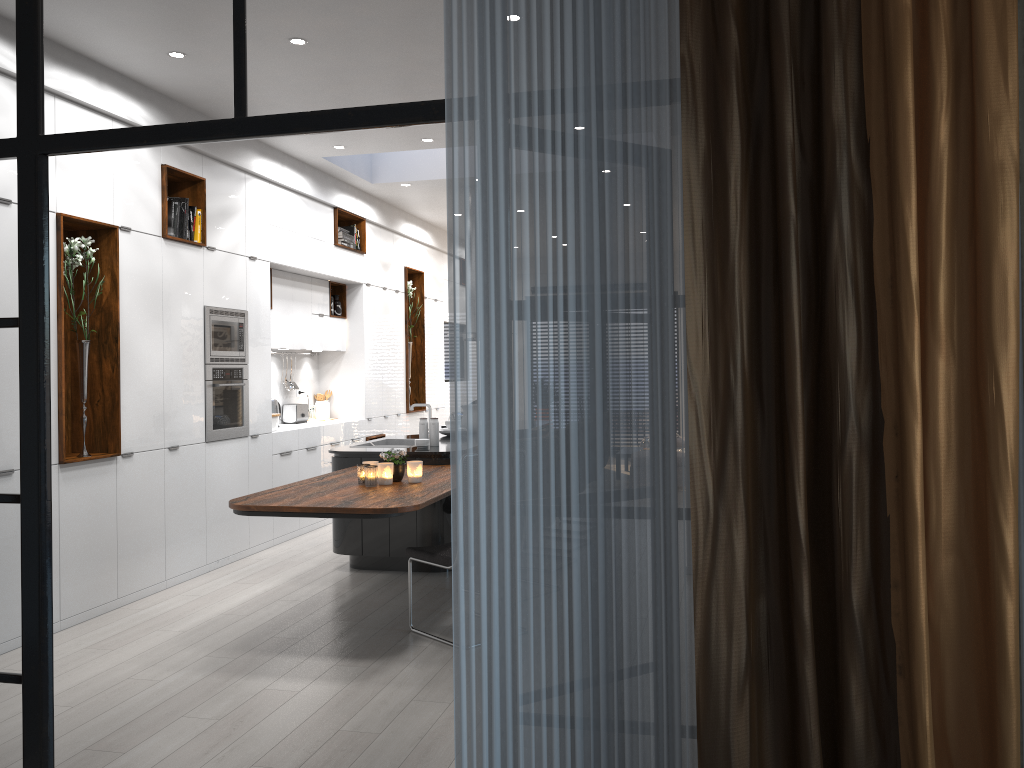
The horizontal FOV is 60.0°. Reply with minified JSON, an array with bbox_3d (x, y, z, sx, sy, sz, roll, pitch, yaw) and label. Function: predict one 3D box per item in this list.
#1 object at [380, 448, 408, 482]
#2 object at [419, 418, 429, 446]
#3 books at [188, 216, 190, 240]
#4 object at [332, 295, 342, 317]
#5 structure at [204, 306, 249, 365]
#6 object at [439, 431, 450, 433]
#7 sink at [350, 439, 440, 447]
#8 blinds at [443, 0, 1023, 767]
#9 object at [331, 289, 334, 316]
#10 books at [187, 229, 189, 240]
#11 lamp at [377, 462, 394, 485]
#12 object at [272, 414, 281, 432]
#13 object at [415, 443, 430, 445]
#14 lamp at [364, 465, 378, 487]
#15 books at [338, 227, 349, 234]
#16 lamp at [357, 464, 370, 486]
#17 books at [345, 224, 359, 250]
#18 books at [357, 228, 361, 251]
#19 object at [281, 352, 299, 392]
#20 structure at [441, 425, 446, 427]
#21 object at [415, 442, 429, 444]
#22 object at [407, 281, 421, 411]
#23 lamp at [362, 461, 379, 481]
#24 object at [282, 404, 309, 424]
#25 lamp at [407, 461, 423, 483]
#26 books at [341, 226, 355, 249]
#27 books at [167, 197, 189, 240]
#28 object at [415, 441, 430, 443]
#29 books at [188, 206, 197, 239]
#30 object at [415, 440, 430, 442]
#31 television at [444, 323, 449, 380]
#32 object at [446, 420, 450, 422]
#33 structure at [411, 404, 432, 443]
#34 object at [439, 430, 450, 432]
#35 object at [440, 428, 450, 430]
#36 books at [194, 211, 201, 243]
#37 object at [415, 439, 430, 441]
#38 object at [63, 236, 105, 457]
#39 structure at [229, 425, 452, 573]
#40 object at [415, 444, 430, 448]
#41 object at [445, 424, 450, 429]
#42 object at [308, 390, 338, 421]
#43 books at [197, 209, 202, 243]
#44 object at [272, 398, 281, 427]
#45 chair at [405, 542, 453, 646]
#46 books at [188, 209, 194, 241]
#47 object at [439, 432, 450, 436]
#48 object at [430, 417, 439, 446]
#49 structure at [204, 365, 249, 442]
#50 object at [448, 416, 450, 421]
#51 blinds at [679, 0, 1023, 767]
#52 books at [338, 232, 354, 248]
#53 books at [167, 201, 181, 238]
[{"bbox_3d":[-0.701,0.482,5.321,0.151,0.206,0.157,-1,0,31],"label":"object"},{"bbox_3d":[-0.669,0.360,6.713,0.071,0.219,0.071,-1,0,-22],"label":"object"},{"bbox_3d":[-2.432,-1.154,6.404,0.230,0.296,0.030,-1,-1,13],"label":"books"},{"bbox_3d":[-1.867,-0.825,9.376,0.123,0.231,0.123,-1,0,15],"label":"object"},{"bbox_3d":[-2.398,-0.360,6.848,0.459,0.430,0.595,-1,0,14],"label":"structure"},{"bbox_3d":[-0.514,0.428,7.768,0.264,0.033,0.264,-2,1,-40],"label":"object"},{"bbox_3d":[-0.911,0.540,7.030,0.485,0.152,0.738,-1,1,14],"label":"sink"},{"bbox_3d":[0.487,-0.099,1.850,1.301,3.069,0.052,-1,-1,14],"label":"blinds"},{"bbox_3d":[-1.913,-0.843,9.187,0.124,0.275,0.124,-1,0,2],"label":"object"},{"bbox_3d":[-2.421,-1.154,6.349,0.230,0.296,0.030,-1,-1,13],"label":"books"},{"bbox_3d":[-0.740,0.526,5.188,0.095,0.124,0.095,-1,0,6],"label":"lamp"},{"bbox_3d":[-2.203,0.336,7.661,0.380,0.148,0.263,-1,1,13],"label":"object"},{"bbox_3d":[-0.664,0.454,6.562,0.111,0.023,0.111,0,1,26],"label":"object"},{"bbox_3d":[-0.811,0.532,5.102,0.078,0.120,0.078,-1,0,-4],"label":"lamp"},{"bbox_3d":[-1.820,-1.548,9.013,0.250,0.047,0.307,-1,1,9],"label":"books"},{"bbox_3d":[-0.866,0.531,5.183,0.078,0.120,0.078,-1,0,-4],"label":"lamp"},{"bbox_3d":[-1.722,-1.516,9.315,0.253,0.312,0.030,-1,-1,13],"label":"books"},{"bbox_3d":[-1.699,-1.513,9.391,0.210,0.267,0.026,-1,-1,13],"label":"books"},{"bbox_3d":[-2.206,-0.121,8.776,0.069,0.389,0.320,-1,0,15],"label":"object"},{"bbox_3d":[-0.378,0.412,9.265,0.502,0.026,0.812,-1,1,14],"label":"structure"},{"bbox_3d":[-0.664,0.441,6.562,0.111,0.023,0.111,0,1,26],"label":"object"},{"bbox_3d":[-1.277,-0.478,10.898,0.322,1.615,0.323,-1,-1,39],"label":"object"},{"bbox_3d":[-0.843,0.526,5.286,0.095,0.124,0.095,-1,0,31],"label":"lamp"},{"bbox_3d":[-2.138,0.293,8.783,0.177,0.195,0.260,-1,0,14],"label":"object"},{"bbox_3d":[-0.577,0.523,5.268,0.095,0.124,0.095,-1,0,-44],"label":"lamp"},{"bbox_3d":[-1.729,-1.506,9.231,0.197,0.268,0.026,-1,-1,13],"label":"books"},{"bbox_3d":[-2.424,-1.176,6.310,0.268,0.321,0.047,-1,-1,13],"label":"books"},{"bbox_3d":[-0.664,0.434,6.562,0.111,0.023,0.111,0,1,26],"label":"object"},{"bbox_3d":[-2.404,-1.165,6.453,0.238,0.288,0.030,-1,-1,13],"label":"books"},{"bbox_3d":[-0.665,0.428,6.562,0.111,0.023,0.111,0,1,26],"label":"object"},{"bbox_3d":[-0.878,-0.450,12.679,0.050,0.805,1.187,-1,0,14],"label":"television"},{"bbox_3d":[-0.515,0.348,7.768,0.138,0.051,0.138,-1,1,-6],"label":"object"},{"bbox_3d":[-0.717,0.311,6.958,0.177,0.310,0.089,-1,0,13],"label":"structure"},{"bbox_3d":[-0.514,0.421,7.768,0.264,0.033,0.264,-2,1,-40],"label":"object"},{"bbox_3d":[-0.514,0.397,7.768,0.229,0.016,0.229,-1,1,10],"label":"object"},{"bbox_3d":[-2.363,-1.140,6.476,0.184,0.245,0.033,-1,-1,13],"label":"books"},{"bbox_3d":[-0.665,0.422,6.562,0.111,0.023,0.111,0,1,26],"label":"object"},{"bbox_3d":[-2.595,-0.232,5.337,0.267,1.342,0.268,-1,-1,39],"label":"object"},{"bbox_3d":[-0.503,0.904,7.154,1.377,0.887,5.641,-1,1,14],"label":"structure"},{"bbox_3d":[-0.664,0.460,6.562,0.111,0.023,0.111,0,1,26],"label":"object"},{"bbox_3d":[-0.514,0.377,7.768,0.138,0.051,0.138,-1,1,-6],"label":"object"},{"bbox_3d":[-2.002,0.223,9.315,0.221,0.316,0.330,-1,0,14],"label":"object"},{"bbox_3d":[-2.370,-1.150,6.507,0.211,0.264,0.024,-1,-1,13],"label":"books"},{"bbox_3d":[-2.225,0.267,8.217,0.220,0.270,0.179,-1,0,-34],"label":"object"},{"bbox_3d":[-0.258,0.869,4.952,0.471,1.018,0.536,-1,0,-41],"label":"chair"},{"bbox_3d":[-2.399,-1.138,6.424,0.190,0.253,0.026,-1,-1,13],"label":"books"},{"bbox_3d":[-0.514,0.434,7.768,0.264,0.033,0.264,-2,1,-40],"label":"object"},{"bbox_3d":[-0.587,0.359,6.702,0.071,0.219,0.071,-1,-1,39],"label":"object"},{"bbox_3d":[-2.373,0.140,6.838,0.495,0.570,0.595,-1,0,14],"label":"structure"},{"bbox_3d":[-0.498,0.353,8.401,0.211,0.174,0.211,-1,0,20],"label":"object"},{"bbox_3d":[0.741,-0.108,1.684,0.810,3.045,0.255,-1,-1,14],"label":"blinds"},{"bbox_3d":[-1.793,-1.456,9.027,0.279,0.137,0.345,-1,1,9],"label":"books"},{"bbox_3d":[-2.449,-1.152,6.237,0.236,0.278,0.106,-1,0,13],"label":"books"}]
